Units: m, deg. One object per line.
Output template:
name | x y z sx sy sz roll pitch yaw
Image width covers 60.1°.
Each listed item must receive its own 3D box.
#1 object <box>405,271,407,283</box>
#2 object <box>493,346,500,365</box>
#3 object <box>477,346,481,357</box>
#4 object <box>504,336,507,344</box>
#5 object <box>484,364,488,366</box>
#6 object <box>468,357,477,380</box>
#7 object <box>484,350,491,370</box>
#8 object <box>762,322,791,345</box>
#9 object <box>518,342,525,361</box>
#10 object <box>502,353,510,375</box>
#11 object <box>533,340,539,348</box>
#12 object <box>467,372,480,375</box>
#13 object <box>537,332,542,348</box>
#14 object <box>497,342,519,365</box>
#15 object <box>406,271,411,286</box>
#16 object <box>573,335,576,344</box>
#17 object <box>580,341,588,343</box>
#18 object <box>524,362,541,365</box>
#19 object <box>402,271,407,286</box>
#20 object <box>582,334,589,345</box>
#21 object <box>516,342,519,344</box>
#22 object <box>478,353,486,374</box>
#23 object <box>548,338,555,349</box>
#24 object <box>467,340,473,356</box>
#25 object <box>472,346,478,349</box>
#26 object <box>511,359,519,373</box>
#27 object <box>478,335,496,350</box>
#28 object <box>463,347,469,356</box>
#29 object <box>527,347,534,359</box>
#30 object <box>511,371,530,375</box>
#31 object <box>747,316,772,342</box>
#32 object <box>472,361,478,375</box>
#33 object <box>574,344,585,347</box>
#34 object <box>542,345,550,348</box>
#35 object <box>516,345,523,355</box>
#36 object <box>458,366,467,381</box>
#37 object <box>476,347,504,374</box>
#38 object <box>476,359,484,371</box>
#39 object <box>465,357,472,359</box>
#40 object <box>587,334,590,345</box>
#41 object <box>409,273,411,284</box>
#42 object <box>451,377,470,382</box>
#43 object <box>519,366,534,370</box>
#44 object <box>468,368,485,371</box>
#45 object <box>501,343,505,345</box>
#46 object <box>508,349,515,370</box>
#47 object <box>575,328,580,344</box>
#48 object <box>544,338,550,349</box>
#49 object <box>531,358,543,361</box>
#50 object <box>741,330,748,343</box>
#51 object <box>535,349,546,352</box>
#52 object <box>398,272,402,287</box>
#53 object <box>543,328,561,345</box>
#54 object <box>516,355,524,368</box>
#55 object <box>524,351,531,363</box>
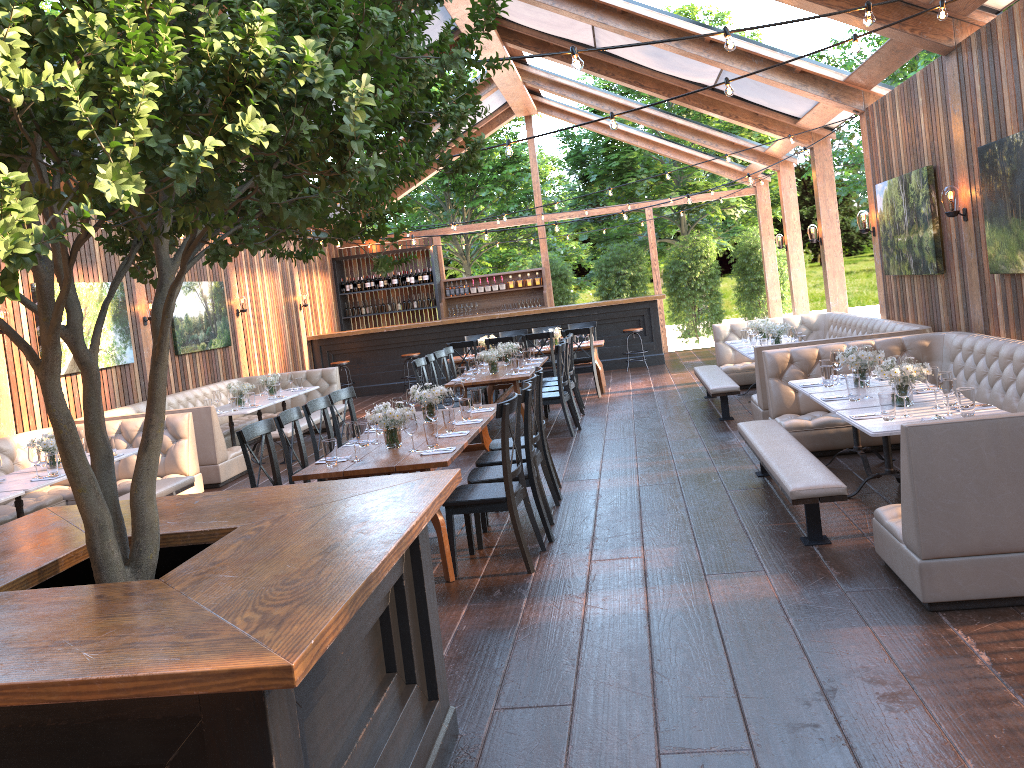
object | -2.260 -2.258 18.933 0.137 0.315 0.136 -8 3 -30
object | -0.203 -0.379 11.660 0.093 0.244 0.092 -9 3 -40
object | -0.515 -0.487 13.467 0.091 0.158 0.092 -5 4 34
object | -0.089 -0.626 13.893 0.093 0.244 0.092 -9 3 -40
object | -0.316 -0.264 11.772 0.255 0.019 0.158 -6 6 8
object | -0.443 -0.175 9.980 0.093 0.244 0.092 -9 3 -34
object | -0.302 -0.306 11.073 0.093 0.244 0.092 -9 3 -40
object | 2.978 -0.556 9.930 0.328 0.308 0.338 -4 5 30
object | 0.135 -0.430 11.758 0.093 0.244 0.092 -9 3 -40
object | -0.063 -0.229 10.059 0.093 0.244 0.092 -9 3 -34
object | 0.377 -0.640 13.909 0.091 0.158 0.092 -5 4 34
object | -0.475 -0.129 10.666 0.255 0.019 0.158 -6 6 8
object | 0.430 -0.681 13.825 0.093 0.244 0.092 -9 3 -40
object | -0.058 -0.404 11.414 0.330 0.308 0.336 -9 5 -25
object | -2.208 -2.244 18.776 0.077 0.306 0.077 -6 3 24
object | 0.956 -0.704 13.854 0.091 0.158 0.092 -5 4 34
object | 1.143 -0.659 13.878 0.157 0.019 0.256 -6 6 8
object | 0.240 -0.257 11.068 0.255 0.019 0.158 -6 6 8
object | -2.298 -2.246 18.811 0.081 0.323 0.081 -7 2 -14
object | 1.108 -0.715 13.362 0.093 0.244 0.092 -9 3 -40
object | 0.064 -0.549 13.396 0.091 0.158 0.092 -5 4 34
object | -0.348 -0.247 10.561 0.093 0.244 0.092 -9 3 -40
object | 0.600 -0.607 13.332 0.091 0.158 0.092 -5 4 34
object | -0.668 -0.564 13.963 0.093 0.244 0.092 -9 3 -40
object | -0.561 -0.536 13.578 0.093 0.244 0.092 -9 3 -40
object | 0.039 -0.205 10.131 0.092 0.158 0.091 -9 4 -36
object | -0.378 -0.610 13.757 0.337 0.308 0.329 -9 5 -27
object | -0.733 -0.523 14.067 0.091 0.158 0.092 -5 4 34
object | 0.256 -0.406 11.807 0.091 0.158 0.092 -5 4 34
object | 0.074 -0.121 9.959 0.255 0.019 0.158 -6 6 8
object | 3.077 -0.667 10.876 0.330 0.308 0.336 -8 4 -18
object | -0.441 -0.185 10.492 0.091 0.158 0.092 -5 4 34
object | 1.010 -0.577 13.245 0.157 0.019 0.256 -6 6 8
object | 0.541 -0.595 13.955 0.157 0.019 0.256 -6 6 8
object | 0.103 -0.365 11.174 0.093 0.244 0.092 -9 3 -40
object | -0.548 -0.112 9.912 0.091 0.158 0.092 -4 4 44
object | -0.239 -0.274 10.379 0.328 0.308 0.338 -3 6 42
object | -0.392 -0.245 11.007 0.091 0.158 0.092 -5 4 34
object | -0.652 -0.399 13.456 0.157 0.019 0.256 -6 6 8
object | 1.176 -0.668 13.247 0.091 0.158 0.092 -5 4 34
object | -2.152 -2.264 18.874 0.078 0.311 0.078 -7 2 3
object | -0.568 -0.057 10.078 0.255 0.019 0.158 -6 6 8
object | 0.137 -0.189 10.553 0.255 0.019 0.158 -6 6 8
object | -0.425 -0.190 11.190 0.255 0.019 0.158 -6 6 8
object | -0.149 -0.585 13.990 0.091 0.158 0.092 -5 4 34
object | 0.000 -0.297 10.660 0.093 0.244 0.092 -9 3 -40
object | 1.024 -0.744 13.745 0.093 0.244 0.092 -9 3 -40
object | 0.528 -0.653 13.440 0.093 0.244 0.092 -9 3 -40
object | 0.283 -0.324 11.655 0.255 0.019 0.158 -6 6 8
object | 2.918 -0.594 11.087 0.092 0.158 0.092 -7 3 -6
object | 0.432 -0.515 13.317 0.157 0.019 0.256 -6 6 8
object | -2.387 -2.226 18.823 0.075 0.302 0.075 -7 2 -9
object | 0.656 -0.718 13.602 0.335 0.308 0.331 -3 5 40
object | 0.100 -0.272 10.715 0.091 0.158 0.092 -5 4 34
object | 0.203 -0.340 11.229 0.091 0.158 0.092 -5 4 34
